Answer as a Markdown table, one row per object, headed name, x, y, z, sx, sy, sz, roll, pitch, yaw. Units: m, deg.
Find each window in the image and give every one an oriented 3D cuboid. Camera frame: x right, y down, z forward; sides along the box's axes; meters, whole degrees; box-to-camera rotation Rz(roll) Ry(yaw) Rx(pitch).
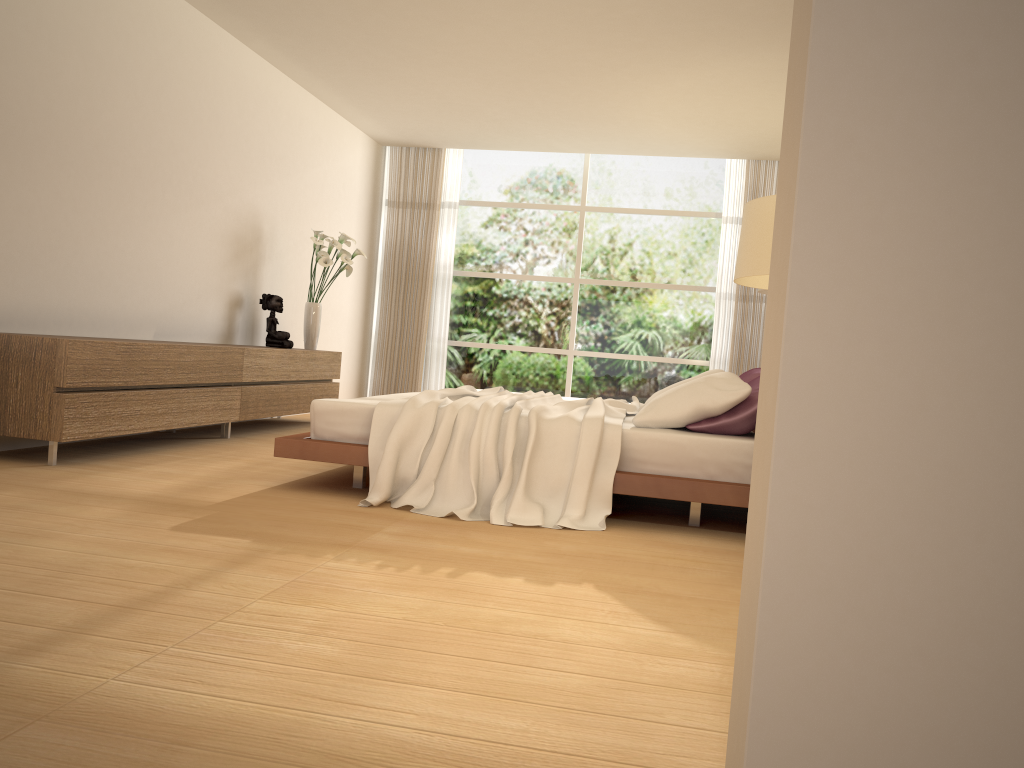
| name | x | y | z | sx | sy | sz | roll | pitch | yaw |
| --- | --- | --- | --- | --- | --- | --- | --- | --- | --- |
| window | 0.763 | -1.209 | 10.404 | 4.781 | 3.371 | 0.071 | 5 | 2 | 11 |

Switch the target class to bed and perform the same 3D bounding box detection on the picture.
| name | x | y | z | sx | sy | sz | roll | pitch | yaw |
| --- | --- | --- | --- | --- | --- | --- | --- | --- | --- |
| bed | 0.242 | 0.330 | 5.213 | 2.535 | 0.570 | 2.599 | 5 | 2 | 11 |

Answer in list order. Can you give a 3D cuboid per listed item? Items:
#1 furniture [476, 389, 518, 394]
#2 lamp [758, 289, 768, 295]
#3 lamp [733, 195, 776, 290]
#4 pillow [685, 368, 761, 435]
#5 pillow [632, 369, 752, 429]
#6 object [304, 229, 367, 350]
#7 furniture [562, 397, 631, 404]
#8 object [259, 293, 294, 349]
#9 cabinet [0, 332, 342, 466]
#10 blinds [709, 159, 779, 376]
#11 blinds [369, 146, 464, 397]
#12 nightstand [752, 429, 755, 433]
| name | x | y | z | sx | sy | sz | roll | pitch | yaw |
| --- | --- | --- | --- | --- | --- | --- | --- | --- | --- |
| furniture | -0.195 | 0.257 | 9.628 | 0.965 | 0.346 | 0.964 | 5 | 2 | 11 |
| lamp | 2.544 | -0.303 | 7.899 | 0.817 | 2.018 | 0.817 | 3 | 2 | -36 |
| lamp | 0.962 | -1.475 | 2.501 | 0.451 | 2.399 | 0.451 | 5 | 2 | 9 |
| pillow | 1.287 | 0.079 | 5.057 | 0.575 | 0.369 | 1.683 | 5 | 2 | 11 |
| pillow | 1.020 | 0.070 | 5.101 | 0.561 | 0.339 | 1.720 | 5 | 2 | 11 |
| object | -1.636 | -0.840 | 7.967 | 0.515 | 1.085 | 0.608 | 3 | 2 | -31 |
| furniture | 0.819 | 0.345 | 9.436 | 0.965 | 0.346 | 0.964 | 5 | 2 | 11 |
| object | -1.993 | -0.535 | 7.538 | 0.282 | 0.453 | 0.181 | 5 | 2 | 11 |
| cabinet | -2.231 | 0.043 | 6.421 | 0.588 | 0.662 | 3.713 | 5 | 2 | 11 |
| blinds | 2.641 | -1.026 | 9.733 | 0.814 | 3.351 | 0.202 | 5 | 2 | 10 |
| blinds | -1.150 | -1.357 | 10.506 | 0.950 | 3.352 | 0.211 | 5 | 2 | 9 |
| nightstand | 1.638 | 0.464 | 5.003 | 0.493 | 0.539 | 4.220 | 5 | 2 | 11 |
